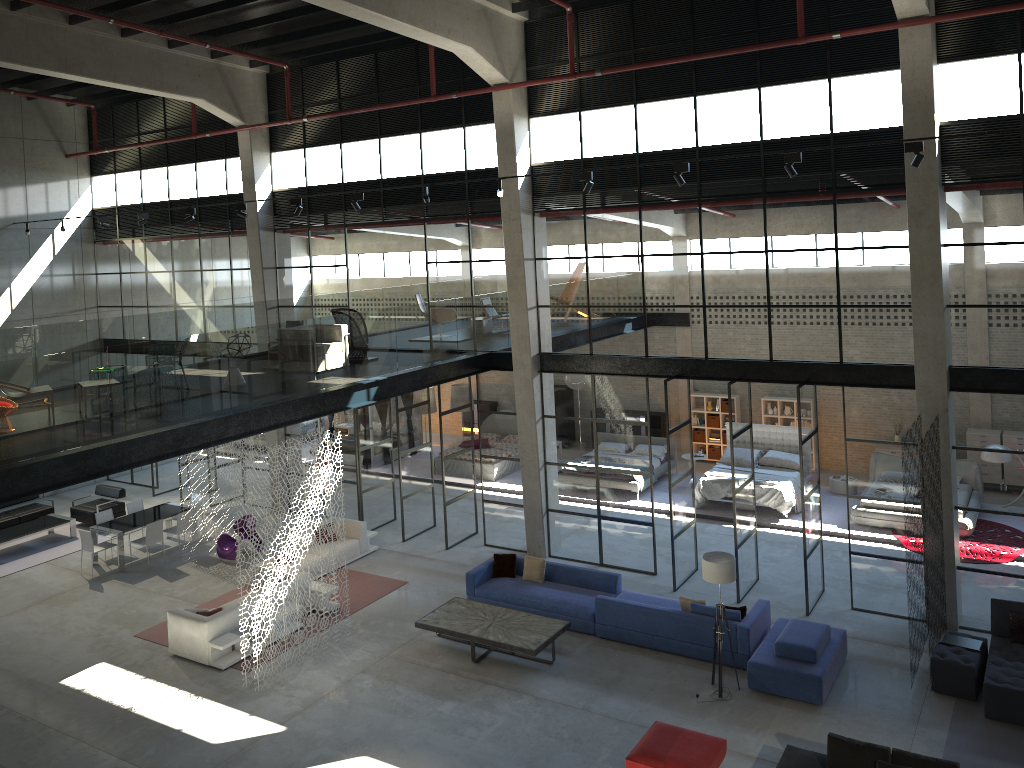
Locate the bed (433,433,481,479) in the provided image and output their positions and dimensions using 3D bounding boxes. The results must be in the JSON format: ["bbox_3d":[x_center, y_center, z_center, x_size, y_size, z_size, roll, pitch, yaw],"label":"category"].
[{"bbox_3d":[-0.644,1.522,22.948,2.029,1.273,2.366,2,9,32],"label":"bed"}]

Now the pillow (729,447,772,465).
[{"bbox_3d":[5.380,1.621,19.940,1.053,0.321,0.494,3,9,32],"label":"pillow"}]

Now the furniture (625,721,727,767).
[{"bbox_3d":[1.812,4.125,9.614,0.854,0.374,0.864,2,9,32],"label":"furniture"}]

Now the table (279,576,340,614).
[{"bbox_3d":[-3.446,3.542,14.757,1.201,0.368,0.303,3,7,32],"label":"table"}]

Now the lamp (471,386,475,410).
[{"bbox_3d":[-1.316,0.978,24.516,0.803,1.916,0.684,-3,2,-16],"label":"lamp"}]

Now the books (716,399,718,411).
[{"bbox_3d":[5.314,0.528,22.561,0.087,0.319,0.255,-2,4,32],"label":"books"}]

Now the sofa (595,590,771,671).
[{"bbox_3d":[2.487,3.390,12.871,2.335,0.719,1.065,3,9,32],"label":"sofa"}]

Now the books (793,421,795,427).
[{"bbox_3d":[6.929,1.051,21.490,0.052,0.276,0.188,-2,4,32],"label":"books"}]

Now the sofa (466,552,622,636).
[{"bbox_3d":[0.509,3.337,14.129,2.335,0.601,1.065,3,9,32],"label":"sofa"}]

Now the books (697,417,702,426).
[{"bbox_3d":[4.877,0.968,22.833,0.074,0.203,0.160,-1,4,32],"label":"books"}]

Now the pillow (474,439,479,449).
[{"bbox_3d":[-0.954,1.545,22.698,0.875,0.211,0.639,-1,9,11],"label":"pillow"}]

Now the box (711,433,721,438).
[{"bbox_3d":[5.271,1.327,22.648,0.213,0.108,0.133,2,8,32],"label":"box"}]

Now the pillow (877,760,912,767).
[{"bbox_3d":[3.718,3.855,8.508,0.342,0.306,0.189,0,4,30],"label":"pillow"}]

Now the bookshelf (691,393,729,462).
[{"bbox_3d":[5.245,1.151,22.612,1.239,1.751,0.332,0,2,32],"label":"bookshelf"}]

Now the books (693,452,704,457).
[{"bbox_3d":[4.317,1.639,20.302,0.229,0.042,0.304,-2,9,6],"label":"books"}]

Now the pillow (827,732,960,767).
[{"bbox_3d":[3.855,3.839,8.463,0.746,0.416,1.592,-7,10,-28],"label":"pillow"}]

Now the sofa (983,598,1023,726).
[{"bbox_3d":[7.782,3.525,10.041,4.149,0.865,1.846,3,10,32],"label":"sofa"}]

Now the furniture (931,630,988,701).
[{"bbox_3d":[5.794,3.615,11.346,0.509,0.453,0.970,1,9,37],"label":"furniture"}]

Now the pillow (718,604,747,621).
[{"bbox_3d":[3.095,3.263,12.324,0.398,0.370,0.262,-2,4,11],"label":"pillow"}]

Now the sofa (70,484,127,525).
[{"bbox_3d":[-9.388,2.788,19.909,0.950,0.756,0.829,1,7,32],"label":"sofa"}]

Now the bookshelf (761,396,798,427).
[{"bbox_3d":[6.843,1.235,21.618,1.239,1.751,0.332,0,2,32],"label":"bookshelf"}]

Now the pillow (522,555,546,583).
[{"bbox_3d":[0.365,3.048,14.413,0.401,0.380,0.209,1,4,33],"label":"pillow"}]

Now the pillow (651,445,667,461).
[{"bbox_3d":[2.862,1.633,21.610,1.928,0.311,0.554,3,9,32],"label":"pillow"}]

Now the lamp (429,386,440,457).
[{"bbox_3d":[-2.354,1.040,24.440,0.803,1.917,0.684,-3,2,-16],"label":"lamp"}]

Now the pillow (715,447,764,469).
[{"bbox_3d":[5.137,1.668,19.732,1.026,0.372,0.672,3,9,35],"label":"pillow"}]

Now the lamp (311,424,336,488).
[{"bbox_3d":[-3.339,1.227,15.406,0.439,1.097,0.442,-1,3,41],"label":"lamp"}]

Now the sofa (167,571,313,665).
[{"bbox_3d":[-4.223,3.585,13.789,0.947,0.666,2.162,1,9,32],"label":"sofa"}]

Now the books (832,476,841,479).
[{"bbox_3d":[7.178,2.068,19.406,0.134,0.021,0.195,3,11,32],"label":"books"}]

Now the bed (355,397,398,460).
[{"bbox_3d":[-4.044,1.000,24.693,2.246,2.070,2.336,1,7,32],"label":"bed"}]

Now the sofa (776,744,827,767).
[{"bbox_3d":[3.590,4.124,8.519,2.106,0.559,1.093,3,9,32],"label":"sofa"}]

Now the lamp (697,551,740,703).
[{"bbox_3d":[2.656,3.130,11.279,0.428,1.737,0.673,-2,2,30],"label":"lamp"}]

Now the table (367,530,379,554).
[{"bbox_3d":[-3.092,3.097,17.373,0.901,0.368,0.303,2,6,32],"label":"table"}]

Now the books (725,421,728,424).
[{"bbox_3d":[5.587,0.992,22.396,0.256,0.047,0.216,3,11,32],"label":"books"}]

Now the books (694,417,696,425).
[{"bbox_3d":[4.798,0.960,22.873,0.030,0.215,0.177,-2,4,32],"label":"books"}]

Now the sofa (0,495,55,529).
[{"bbox_3d":[-11.361,3.009,19.129,0.820,0.753,2.481,1,9,32],"label":"sofa"}]

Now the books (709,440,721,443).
[{"bbox_3d":[5.267,1.468,22.633,0.309,0.055,0.232,3,10,32],"label":"books"}]

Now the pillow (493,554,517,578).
[{"bbox_3d":[-0.120,3.034,14.668,0.398,0.370,0.262,-2,4,11],"label":"pillow"}]

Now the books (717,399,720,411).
[{"bbox_3d":[5.343,0.530,22.544,0.087,0.319,0.255,-2,4,32],"label":"books"}]

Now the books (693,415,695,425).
[{"bbox_3d":[4.753,0.935,22.900,0.019,0.260,0.177,-2,3,32],"label":"books"}]

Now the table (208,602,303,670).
[{"bbox_3d":[-3.843,3.803,13.275,0.300,0.366,1.587,0,9,32],"label":"table"}]

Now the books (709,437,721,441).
[{"bbox_3d":[5.265,1.412,22.632,0.282,0.055,0.232,3,10,32],"label":"books"}]

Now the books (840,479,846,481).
[{"bbox_3d":[7.360,2.077,19.232,0.228,0.046,0.303,4,11,38],"label":"books"}]

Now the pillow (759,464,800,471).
[{"bbox_3d":[6.027,1.748,19.385,0.959,0.329,0.723,3,10,33],"label":"pillow"}]

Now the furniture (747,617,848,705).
[{"bbox_3d":[3.827,3.562,11.721,0.949,0.551,1.554,2,9,32],"label":"furniture"}]

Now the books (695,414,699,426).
[{"bbox_3d":[4.830,0.928,22.844,0.048,0.286,0.186,-2,3,32],"label":"books"}]

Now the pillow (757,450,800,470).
[{"bbox_3d":[5.978,1.665,19.322,0.979,0.290,0.699,3,10,34],"label":"pillow"}]

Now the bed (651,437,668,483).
[{"bbox_3d":[2.520,1.902,20.955,2.256,0.864,2.423,2,10,32],"label":"bed"}]

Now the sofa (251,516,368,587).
[{"bbox_3d":[-3.737,3.141,16.370,0.941,0.664,2.171,1,9,32],"label":"sofa"}]

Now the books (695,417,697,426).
[{"bbox_3d":[4.814,0.939,22.862,0.033,0.261,0.177,-2,3,32],"label":"books"}]

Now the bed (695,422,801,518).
[{"bbox_3d":[5.245,1.820,19.048,2.217,1.410,2.342,1,8,31],"label":"bed"}]

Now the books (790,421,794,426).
[{"bbox_3d":[6.860,1.049,21.524,0.089,0.275,0.188,-2,4,32],"label":"books"}]

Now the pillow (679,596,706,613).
[{"bbox_3d":[2.609,3.240,12.578,0.401,0.380,0.209,1,4,33],"label":"pillow"}]

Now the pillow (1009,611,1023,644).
[{"bbox_3d":[6.700,3.194,11.407,0.413,0.343,0.237,1,5,33],"label":"pillow"}]
